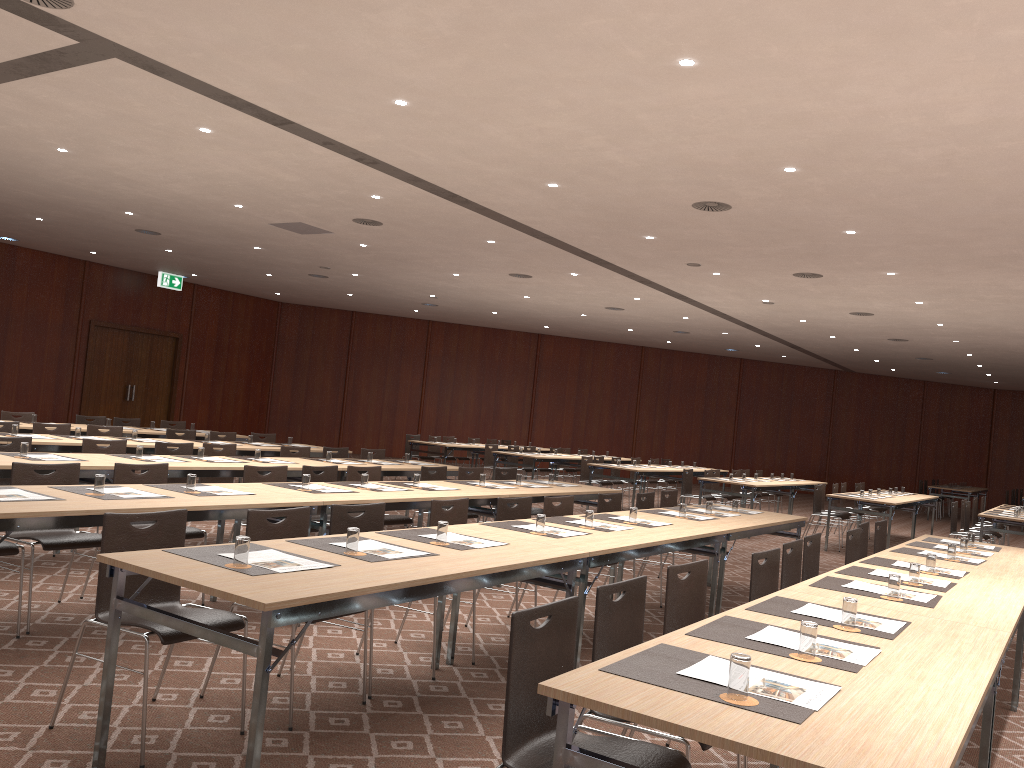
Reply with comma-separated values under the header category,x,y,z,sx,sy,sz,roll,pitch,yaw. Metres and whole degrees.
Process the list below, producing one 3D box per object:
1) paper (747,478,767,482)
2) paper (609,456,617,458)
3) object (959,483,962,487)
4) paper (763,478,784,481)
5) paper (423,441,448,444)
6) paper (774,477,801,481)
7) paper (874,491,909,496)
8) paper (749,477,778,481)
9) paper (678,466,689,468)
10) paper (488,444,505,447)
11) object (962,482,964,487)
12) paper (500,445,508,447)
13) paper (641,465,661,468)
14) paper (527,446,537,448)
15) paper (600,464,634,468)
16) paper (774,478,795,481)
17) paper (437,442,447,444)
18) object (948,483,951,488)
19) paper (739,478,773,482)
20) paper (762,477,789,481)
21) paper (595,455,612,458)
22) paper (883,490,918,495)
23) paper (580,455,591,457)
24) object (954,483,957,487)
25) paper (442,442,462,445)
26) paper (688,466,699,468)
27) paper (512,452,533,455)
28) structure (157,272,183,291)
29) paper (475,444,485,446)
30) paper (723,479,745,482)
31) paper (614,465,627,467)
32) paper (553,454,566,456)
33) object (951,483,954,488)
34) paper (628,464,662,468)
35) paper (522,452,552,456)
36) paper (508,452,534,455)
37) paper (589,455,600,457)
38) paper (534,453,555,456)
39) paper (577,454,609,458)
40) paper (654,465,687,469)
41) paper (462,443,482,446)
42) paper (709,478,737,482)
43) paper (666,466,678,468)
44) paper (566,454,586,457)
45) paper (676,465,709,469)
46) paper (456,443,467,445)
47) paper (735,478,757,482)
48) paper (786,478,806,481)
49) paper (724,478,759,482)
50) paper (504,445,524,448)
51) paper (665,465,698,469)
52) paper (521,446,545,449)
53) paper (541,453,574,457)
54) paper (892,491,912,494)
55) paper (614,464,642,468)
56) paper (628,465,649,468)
category,x,y,z,sx,sy,sz,roll,pitch,yaw
paper,4.280,1.674,15.476,0.398,0.006,0.284,5,-2,32
paper,2.158,1.604,19.587,0.398,0.006,0.284,4,-2,33
object,11.932,2.681,23.585,0.054,0.114,0.054,6,-2,-23
paper,4.803,1.757,16.317,0.398,0.006,0.284,5,-2,32
paper,-1.492,1.171,17.686,0.565,0.003,0.460,5,-2,31
paper,5.424,1.862,17.396,0.565,0.003,0.460,4,-2,33
paper,6.766,1.940,15.765,0.565,0.003,0.460,4,-2,33
paper,4.704,1.750,16.301,0.565,0.003,0.460,5,-2,32
paper,3.515,1.683,17.934,0.398,0.006,0.284,4,-2,33
paper,-0.306,1.357,19.559,0.565,0.003,0.460,4,-2,35
object,12.275,2.735,24.126,0.054,0.114,0.054,6,-2,-23
paper,-0.196,1.364,19.556,0.398,0.006,0.284,4,-2,33
paper,2.626,1.546,16.583,0.398,0.006,0.284,5,-2,32
paper,0.498,1.474,20.663,0.398,0.006,0.284,4,-2,34
paper,1.823,1.428,15.465,0.565,0.003,0.460,4,-2,35
paper,5.170,1.813,16.844,0.398,0.006,0.284,4,-2,35
paper,-1.425,1.173,17.665,0.398,0.006,0.284,4,-2,33
object,10.707,2.490,21.683,0.054,0.114,0.054,6,-2,-1
paper,4.220,1.673,15.499,0.565,0.003,0.460,4,-2,35
paper,5.096,1.809,16.834,0.565,0.003,0.460,4,-3,36
paper,2.077,1.601,19.602,0.565,0.003,0.460,5,-2,32
paper,7.109,1.993,16.276,0.565,0.003,0.460,4,-2,34
paper,1.485,1.498,18.501,0.398,0.006,0.284,5,-2,32
object,11.395,2.598,22.777,0.054,0.114,0.054,6,-2,-1
paper,-1.185,1.221,18.218,0.565,0.003,0.460,4,-3,36
paper,3.836,1.736,18.488,0.398,0.006,0.284,5,-2,32
paper,0.219,1.301,16.577,0.398,0.006,0.284,4,-2,36
structure,-7.952,-2.392,20.634,0.105,0.346,0.587,5,-2,33
paper,-0.734,1.282,18.771,0.398,0.006,0.284,4,-2,36
paper,3.565,1.564,14.408,0.398,0.006,0.284,5,-2,32
paper,1.905,1.435,15.514,0.398,0.006,0.284,4,-2,34
paper,0.939,1.413,17.670,0.398,0.006,0.284,5,-2,32
object,11.039,2.543,22.231,0.054,0.114,0.054,6,-2,-1
paper,2.530,1.540,16.581,0.565,0.003,0.460,5,-2,32
paper,0.484,1.352,17.130,0.565,0.003,0.460,5,-2,32
paper,0.183,1.302,16.595,0.565,0.003,0.460,5,-2,31
paper,1.822,1.550,19.024,0.398,0.006,0.284,4,-2,34
paper,0.592,1.359,17.142,0.398,0.006,0.284,5,-2,32
paper,1.755,1.548,19.044,0.565,0.003,0.460,4,-2,33
paper,3.072,1.623,17.384,0.565,0.003,0.460,5,-2,33
paper,-0.799,1.279,18.767,0.565,0.003,0.460,4,-2,33
paper,3.489,1.560,14.409,0.565,0.003,0.460,4,-2,33
paper,3.141,1.627,17.398,0.398,0.006,0.284,4,-2,35
paper,1.394,1.492,18.490,0.565,0.003,0.460,4,-2,34
paper,3.764,1.733,18.516,0.565,0.003,0.460,5,-2,31
paper,-1.092,1.226,18.219,0.398,0.006,0.284,5,-2,31
paper,3.924,1.620,14.964,0.398,0.006,0.284,5,-2,32
paper,5.533,1.869,17.389,0.398,0.006,0.284,5,-2,33
paper,3.841,1.615,14.956,0.565,0.003,0.460,4,-2,33
paper,0.071,1.415,20.108,0.565,0.003,0.460,4,-2,34
paper,3.407,1.677,17.949,0.565,0.003,0.460,4,-2,34
paper,0.419,1.469,20.638,0.565,0.003,0.460,4,-2,34
paper,0.870,1.409,17.658,0.565,0.003,0.460,4,-2,36
paper,7.158,1.996,16.315,0.398,0.006,0.284,5,-2,32
paper,2.195,1.486,16.036,0.565,0.003,0.460,5,-2,29
paper,2.266,1.490,16.042,0.398,0.006,0.284,4,-2,34
